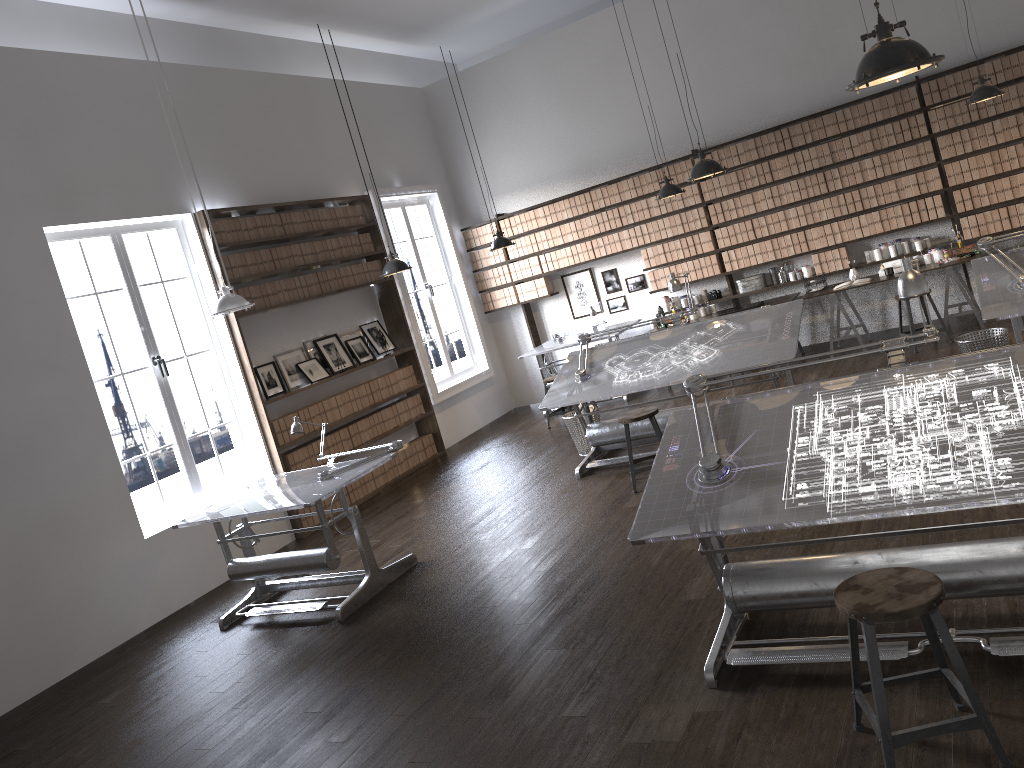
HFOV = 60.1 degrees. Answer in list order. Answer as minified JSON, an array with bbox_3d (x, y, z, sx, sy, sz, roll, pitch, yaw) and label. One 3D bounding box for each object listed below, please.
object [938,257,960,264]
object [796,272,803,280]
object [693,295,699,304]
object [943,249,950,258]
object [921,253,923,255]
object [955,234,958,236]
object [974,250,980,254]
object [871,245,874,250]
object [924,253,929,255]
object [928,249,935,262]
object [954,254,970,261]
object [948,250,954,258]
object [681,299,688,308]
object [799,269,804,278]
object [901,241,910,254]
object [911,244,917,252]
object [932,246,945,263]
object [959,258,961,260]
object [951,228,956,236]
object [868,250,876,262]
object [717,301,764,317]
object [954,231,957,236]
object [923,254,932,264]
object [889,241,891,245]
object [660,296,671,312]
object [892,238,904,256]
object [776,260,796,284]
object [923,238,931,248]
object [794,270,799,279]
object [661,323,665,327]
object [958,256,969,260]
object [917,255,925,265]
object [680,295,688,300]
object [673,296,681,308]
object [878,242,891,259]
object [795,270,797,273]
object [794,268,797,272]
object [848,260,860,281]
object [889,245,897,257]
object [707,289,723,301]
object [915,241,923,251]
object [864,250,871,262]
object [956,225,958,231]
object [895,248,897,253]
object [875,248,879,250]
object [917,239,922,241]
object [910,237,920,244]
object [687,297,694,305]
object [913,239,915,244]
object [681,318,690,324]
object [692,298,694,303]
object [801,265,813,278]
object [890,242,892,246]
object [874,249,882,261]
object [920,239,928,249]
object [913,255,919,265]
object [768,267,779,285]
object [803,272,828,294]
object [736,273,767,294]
[{"bbox_3d":[4.215,-1.203,8.537,0.197,0.050,0.133,-16,7,0],"label":"object"},{"bbox_3d":[3.150,-1.194,9.640,0.061,0.093,0.183,-12,8,43],"label":"object"},{"bbox_3d":[2.116,-0.966,10.181,0.061,0.094,0.062,-15,5,15],"label":"object"},{"bbox_3d":[4.258,-1.266,8.675,0.049,0.111,0.049,-13,6,32],"label":"object"},{"bbox_3d":[4.147,-1.281,8.921,0.036,0.117,0.005,-13,5,35],"label":"object"},{"bbox_3d":[4.349,-1.405,8.633,0.038,0.153,0.008,-17,4,-12],"label":"object"},{"bbox_3d":[4.460,-1.266,8.495,0.049,0.037,0.049,-12,7,32],"label":"object"},{"bbox_3d":[3.803,-1.380,9.287,0.040,0.168,0.009,-14,5,32],"label":"object"},{"bbox_3d":[4.159,-1.256,8.860,0.044,0.101,0.045,-14,5,29],"label":"object"},{"bbox_3d":[4.223,-1.287,8.857,0.094,0.127,0.095,-14,6,25],"label":"object"},{"bbox_3d":[4.308,-1.210,8.478,0.171,0.017,0.011,-17,5,-3],"label":"object"},{"bbox_3d":[4.311,-1.275,8.719,0.060,0.088,0.060,-13,6,33],"label":"object"},{"bbox_3d":[1.987,-0.933,10.212,0.061,0.094,0.062,-15,5,15],"label":"object"},{"bbox_3d":[3.156,-1.199,9.630,0.044,0.101,0.044,-13,5,32],"label":"object"},{"bbox_3d":[4.047,-1.402,9.106,0.062,0.119,0.062,-16,5,-2],"label":"object"},{"bbox_3d":[4.126,-1.398,9.065,0.053,0.081,0.055,-14,5,19],"label":"object"},{"bbox_3d":[4.215,-1.276,8.740,0.104,0.141,0.105,-12,6,37],"label":"object"},{"bbox_3d":[4.302,-1.205,8.476,0.158,0.006,0.006,-22,8,-40],"label":"object"},{"bbox_3d":[4.338,-1.429,8.642,0.055,0.213,0.007,-13,5,36],"label":"object"},{"bbox_3d":[3.763,-1.335,9.234,0.063,0.117,0.062,-18,5,-20],"label":"object"},{"bbox_3d":[2.449,-0.802,9.478,0.443,0.033,0.315,-12,8,29],"label":"object"},{"bbox_3d":[4.353,-1.423,8.650,0.006,0.181,0.053,-18,5,-18],"label":"object"},{"bbox_3d":[4.132,-1.241,8.805,0.062,0.094,0.062,-17,5,-11],"label":"object"},{"bbox_3d":[3.930,-1.401,9.161,0.030,0.168,0.004,-20,5,-39],"label":"object"},{"bbox_3d":[1.793,-0.931,10.310,0.106,0.176,0.108,-13,6,31],"label":"object"},{"bbox_3d":[3.995,-1.411,9.168,0.094,0.161,0.207,-13,7,31],"label":"object"},{"bbox_3d":[2.986,-1.252,9.711,0.181,0.271,0.157,-15,5,13],"label":"object"},{"bbox_3d":[4.239,-1.439,9.042,0.062,0.095,0.061,-19,6,-29],"label":"object"},{"bbox_3d":[3.120,-1.193,9.675,0.063,0.093,0.063,-17,5,-9],"label":"object"},{"bbox_3d":[1.719,-0.666,10.037,0.049,0.037,0.049,-13,7,26],"label":"object"},{"bbox_3d":[4.322,-1.207,8.476,0.158,0.005,0.005,-17,6,-6],"label":"object"},{"bbox_3d":[4.105,-1.241,8.870,0.063,0.093,0.062,-18,5,-20],"label":"object"},{"bbox_3d":[2.021,-0.969,10.315,0.094,0.127,0.094,-19,6,-30],"label":"object"},{"bbox_3d":[1.919,-0.952,10.327,0.070,0.130,0.070,-18,5,-23],"label":"object"},{"bbox_3d":[3.880,-1.385,9.220,0.094,0.161,0.095,-14,5,25],"label":"object"},{"bbox_3d":[3.089,-1.193,9.603,0.028,0.126,0.004,-14,5,27],"label":"object"},{"bbox_3d":[3.093,-1.202,9.604,0.041,0.124,0.008,-15,4,17],"label":"object"},{"bbox_3d":[3.549,-1.179,9.216,0.102,0.208,0.101,-18,5,-16],"label":"object"},{"bbox_3d":[3.915,-1.363,9.103,0.062,0.119,0.062,-16,5,-2],"label":"object"},{"bbox_3d":[2.294,-1.012,10.065,0.170,0.108,0.092,-13,6,29],"label":"object"},{"bbox_3d":[4.125,-1.397,8.977,0.062,0.095,0.061,-19,6,-29],"label":"object"},{"bbox_3d":[3.745,-1.338,9.298,0.062,0.119,0.062,-18,5,-20],"label":"object"},{"bbox_3d":[4.358,-1.444,8.645,0.020,0.227,0.007,-19,5,-30],"label":"object"},{"bbox_3d":[3.954,-1.371,9.181,0.053,0.101,0.055,-11,7,46],"label":"object"},{"bbox_3d":[3.818,-1.350,9.223,0.044,0.127,0.045,-14,5,29],"label":"object"},{"bbox_3d":[4.183,-1.425,9.062,0.044,0.102,0.045,-15,5,20],"label":"object"},{"bbox_3d":[4.170,-1.444,9.130,0.093,0.129,0.095,-15,5,16],"label":"object"},{"bbox_3d":[2.052,-0.949,10.192,0.062,0.093,0.063,-15,5,15],"label":"object"},{"bbox_3d":[4.112,-1.423,9.040,0.004,0.135,0.030,-14,5,25],"label":"object"},{"bbox_3d":[1.888,-0.694,9.847,0.133,0.050,0.196,-20,8,-31],"label":"object"},{"bbox_3d":[2.095,-0.960,10.266,0.054,0.080,0.054,-20,6,-33],"label":"object"},{"bbox_3d":[3.189,-1.214,9.570,0.094,0.127,0.095,-13,6,36],"label":"object"},{"bbox_3d":[3.938,-1.404,9.162,0.036,0.148,0.005,-20,5,-38],"label":"object"},{"bbox_3d":[3.790,-1.335,9.169,0.062,0.119,0.062,-17,5,-11],"label":"object"},{"bbox_3d":[4.183,-1.417,9.005,0.063,0.094,0.063,-19,6,-29],"label":"object"},{"bbox_3d":[4.086,-1.244,8.935,0.062,0.094,0.062,-18,5,-20],"label":"object"},{"bbox_3d":[2.913,-1.198,9.851,0.078,0.187,0.079,-16,5,8],"label":"object"},{"bbox_3d":[3.184,-1.057,9.287,0.202,0.160,0.287,-13,7,29],"label":"object"},{"bbox_3d":[2.678,-1.123,9.887,0.315,0.152,0.195,-13,7,28],"label":"object"}]
